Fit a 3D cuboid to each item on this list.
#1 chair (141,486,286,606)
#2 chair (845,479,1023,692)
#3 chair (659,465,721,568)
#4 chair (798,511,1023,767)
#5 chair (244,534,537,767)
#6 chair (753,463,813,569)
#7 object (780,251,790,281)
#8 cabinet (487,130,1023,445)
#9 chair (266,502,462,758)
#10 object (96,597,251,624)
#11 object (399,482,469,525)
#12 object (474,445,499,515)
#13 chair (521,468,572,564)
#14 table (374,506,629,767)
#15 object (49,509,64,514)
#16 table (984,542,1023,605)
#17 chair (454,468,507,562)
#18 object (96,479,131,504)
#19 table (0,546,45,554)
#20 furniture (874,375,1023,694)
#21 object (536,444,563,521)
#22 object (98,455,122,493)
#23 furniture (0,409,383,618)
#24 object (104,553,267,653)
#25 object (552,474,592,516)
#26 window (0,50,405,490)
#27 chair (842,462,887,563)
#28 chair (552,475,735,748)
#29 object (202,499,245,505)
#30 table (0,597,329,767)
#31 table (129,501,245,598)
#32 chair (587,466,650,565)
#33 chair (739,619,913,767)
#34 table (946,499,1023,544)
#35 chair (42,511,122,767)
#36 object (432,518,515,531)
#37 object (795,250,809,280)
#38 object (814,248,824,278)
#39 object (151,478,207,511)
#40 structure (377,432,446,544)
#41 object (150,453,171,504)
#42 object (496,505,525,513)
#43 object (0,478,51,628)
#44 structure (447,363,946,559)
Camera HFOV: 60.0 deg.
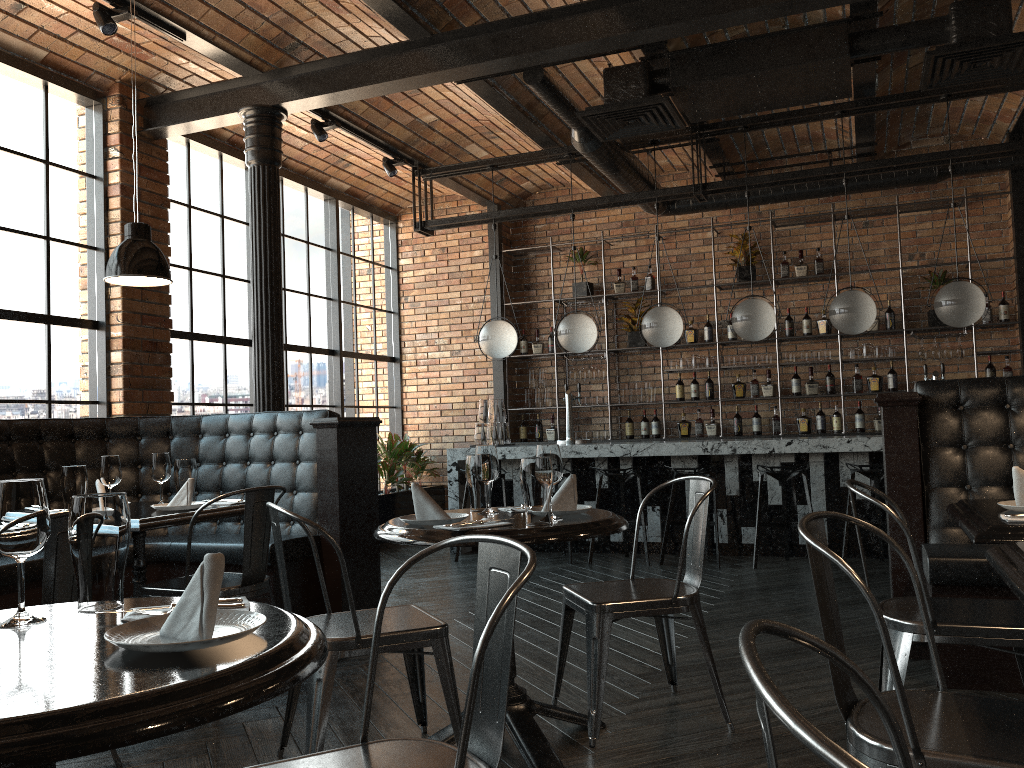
[{"bbox_3d":[-1.256,0.863,3.749,0.558,0.857,0.504,-3,-3,27],"label":"chair"},{"bbox_3d":[1.335,0.719,2.702,0.558,0.857,0.504,-3,-3,22],"label":"chair"},{"bbox_3d":[1.384,0.972,6.667,0.475,0.737,0.414,-4,-3,32],"label":"chair"},{"bbox_3d":[0.878,0.687,1.721,0.558,0.857,0.504,-4,-3,32],"label":"chair"},{"bbox_3d":[-0.242,0.718,1.530,0.558,0.857,0.504,-1,-3,-28],"label":"chair"},{"bbox_3d":[1.978,0.939,6.430,0.475,0.737,0.414,-3,-3,17],"label":"chair"},{"bbox_3d":[2.674,-1.158,8.688,0.083,0.282,0.083,-3,-3,22],"label":"object"},{"bbox_3d":[1.403,-0.368,9.128,7.075,3.779,0.564,-3,-3,22],"label":"cabinet"},{"bbox_3d":[-0.480,0.790,2.824,0.558,0.857,0.504,-1,-3,-23],"label":"chair"},{"bbox_3d":[-0.587,0.392,1.539,0.255,0.019,0.157,-1,-3,-18],"label":"object"},{"bbox_3d":[-0.259,0.394,2.933,0.232,0.139,0.232,-1,-3,-24],"label":"object"},{"bbox_3d":[-0.090,0.342,3.181,0.092,0.244,0.092,-3,-3,21],"label":"object"},{"bbox_3d":[0.323,1.031,7.090,0.475,0.737,0.414,-3,-3,27],"label":"chair"},{"bbox_3d":[-0.024,0.834,3.027,0.866,0.758,0.866,-1,-3,-15],"label":"table"},{"bbox_3d":[-1.958,0.555,3.866,0.255,0.019,0.157,-3,-3,22],"label":"object"},{"bbox_3d":[1.378,0.710,1.528,0.872,0.758,0.872,-3,-3,22],"label":"table"},{"bbox_3d":[-0.207,1.060,7.301,0.475,0.737,0.414,-3,-3,12],"label":"chair"},{"bbox_3d":[-1.878,0.508,4.075,0.232,0.139,0.232,-3,-3,16],"label":"object"},{"bbox_3d":[-2.064,0.901,2.917,0.872,0.758,0.872,-3,-3,22],"label":"table"},{"bbox_3d":[1.694,0.466,1.424,1.979,1.212,5.451,-3,-3,22],"label":"furniture"},{"bbox_3d":[0.122,0.320,2.897,0.092,0.244,0.092,-3,-3,21],"label":"object"},{"bbox_3d":[-1.742,0.433,3.845,0.092,0.244,0.092,-1,-3,-18],"label":"object"},{"bbox_3d":[-2.695,0.709,3.178,1.979,1.212,5.451,-3,-3,22],"label":"furniture"},{"bbox_3d":[-0.496,0.325,1.355,0.232,0.139,0.232,-1,-3,-23],"label":"object"},{"bbox_3d":[0.161,0.386,3.085,0.232,0.139,0.232,-2,-3,-8],"label":"object"},{"bbox_3d":[-4.333,-0.535,2.547,0.168,3.253,16.179,-3,-3,22],"label":"window"},{"bbox_3d":[2.553,0.907,6.200,0.475,0.737,0.414,-3,-3,27],"label":"chair"},{"bbox_3d":[0.459,0.776,3.228,0.558,0.857,0.504,-1,-3,-13],"label":"chair"},{"bbox_3d":[-1.360,0.548,4.138,0.255,0.019,0.157,-3,-3,22],"label":"object"},{"bbox_3d":[-0.707,0.774,1.324,0.866,0.758,0.866,-1,-3,-15],"label":"table"},{"bbox_3d":[-1.653,0.937,3.940,0.872,0.758,0.872,-3,-3,22],"label":"table"},{"bbox_3d":[0.845,1.002,6.882,0.475,0.737,0.414,-3,-3,17],"label":"chair"},{"bbox_3d":[0.498,0.653,0.741,0.558,0.857,0.504,-3,-3,12],"label":"chair"},{"bbox_3d":[1.788,0.746,2.552,0.872,0.758,0.872,-3,-3,22],"label":"table"},{"bbox_3d":[-1.590,0.826,2.760,0.558,0.857,0.504,-3,-3,17],"label":"chair"},{"bbox_3d":[-0.106,0.436,2.787,0.255,0.019,0.157,0,-4,-38],"label":"object"},{"bbox_3d":[2.819,-1.164,8.632,0.123,0.279,0.123,-3,-3,25],"label":"object"},{"bbox_3d":[2.965,-1.174,8.572,0.083,0.282,0.083,-2,-3,7],"label":"object"},{"bbox_3d":[-1.468,0.485,3.906,0.232,0.139,0.232,-3,-3,19],"label":"object"},{"bbox_3d":[-1.669,0.977,7.954,0.757,1.072,4.107,-3,-3,21],"label":"structure"},{"bbox_3d":[-1.614,0.440,4.075,0.092,0.244,0.092,-1,-3,-18],"label":"object"},{"bbox_3d":[0.046,0.455,3.269,0.255,0.019,0.157,-1,-3,-18],"label":"object"},{"bbox_3d":[-0.845,0.287,1.526,0.092,0.244,0.092,-1,-3,-15],"label":"object"},{"bbox_3d":[2.285,0.635,7.512,5.346,1.430,1.930,-3,-3,22],"label":"structure"}]
